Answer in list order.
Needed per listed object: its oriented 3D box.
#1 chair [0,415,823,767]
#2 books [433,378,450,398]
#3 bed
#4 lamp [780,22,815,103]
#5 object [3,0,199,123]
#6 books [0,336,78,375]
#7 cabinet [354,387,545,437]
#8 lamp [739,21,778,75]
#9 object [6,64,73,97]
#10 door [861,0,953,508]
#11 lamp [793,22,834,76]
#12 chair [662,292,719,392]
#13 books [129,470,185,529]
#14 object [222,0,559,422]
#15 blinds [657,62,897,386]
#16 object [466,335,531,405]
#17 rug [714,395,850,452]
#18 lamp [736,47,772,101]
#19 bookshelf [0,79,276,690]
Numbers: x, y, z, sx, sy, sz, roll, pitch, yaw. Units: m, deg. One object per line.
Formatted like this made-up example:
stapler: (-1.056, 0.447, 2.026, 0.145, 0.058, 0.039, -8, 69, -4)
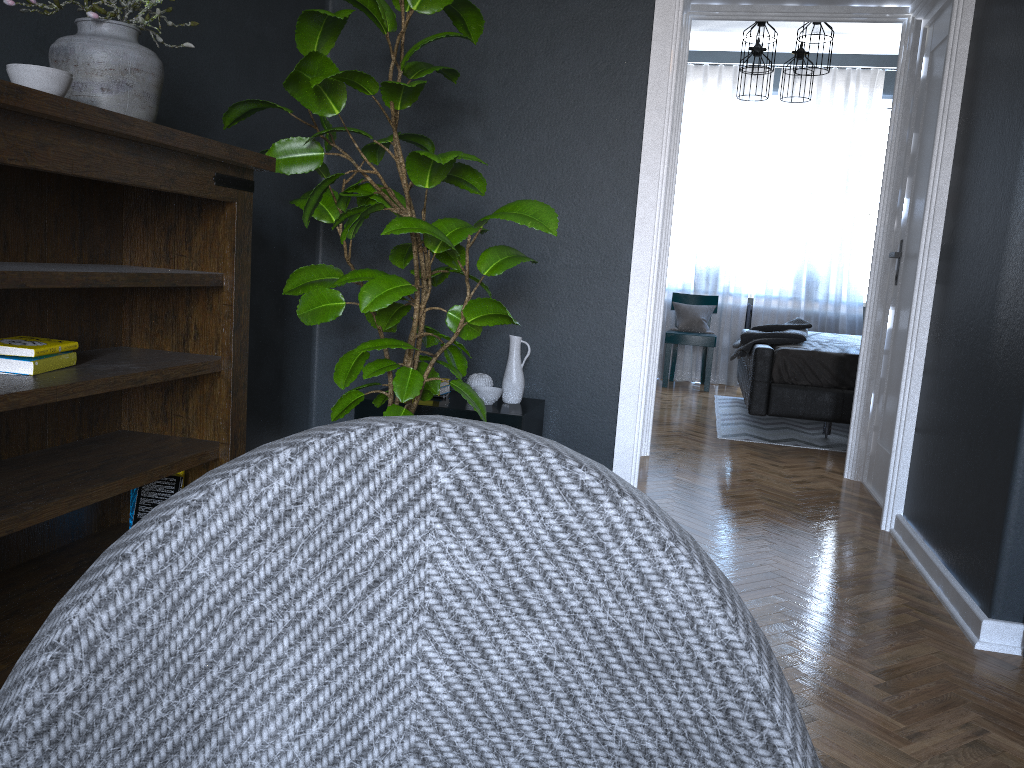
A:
chair: (-0.083, 0.455, 0.461, 0.645, 0.813, 0.493, 3, 8, -10)
books: (-0.357, 0.009, 3.558, 0.214, 0.066, 0.161, 5, 8, 7)
bed: (2.696, -0.247, 5.969, 2.374, 1.164, 2.261, 6, 8, 12)
lamp: (2.070, -2.416, 6.342, 0.210, 0.748, 0.210, 8, 9, 25)
object: (-0.940, -0.800, 2.047, 0.385, 0.413, 0.274, 3, 8, -10)
books: (-1.070, -0.039, 1.996, 0.174, 0.113, 0.196, 4, 8, 1)
cabinet: (-0.242, 0.252, 3.531, 0.650, 0.391, 0.455, 6, 8, 12)
lamp: (1.618, -2.390, 5.727, 0.210, 0.715, 0.210, 8, 9, 25)
object: (-1.003, -0.609, 1.740, 0.255, 0.104, 0.117, 1, 9, -23)
door: (1.752, -0.550, 3.799, 0.162, 2.192, 0.855, 6, 8, 12)
lamp: (1.864, -2.294, 5.387, 0.210, 0.771, 0.210, 8, 9, 25)
chair: (1.553, -0.378, 7.702, 0.435, 0.800, 0.591, 6, 8, 12)
books: (-1.004, 0.342, 2.512, 0.179, 0.193, 0.122, 6, 8, 15)
object: (-0.402, -0.412, 2.735, 1.118, 1.903, 0.762, 5, 8, 5)
blinds: (2.255, -1.358, 7.843, 3.991, 2.795, 0.312, 6, 9, 12)
object: (-0.085, -0.064, 3.489, 0.228, 0.268, 0.228, -4, 11, -44)
rug: (2.146, 0.281, 6.124, 1.458, 0.013, 2.041, 6, 8, 12)
lamp: (1.700, -2.384, 6.110, 0.210, 0.806, 0.210, 8, 9, 25)
bookshelf: (-1.116, 0.042, 1.649, 0.451, 1.175, 1.915, 6, 8, 12)
